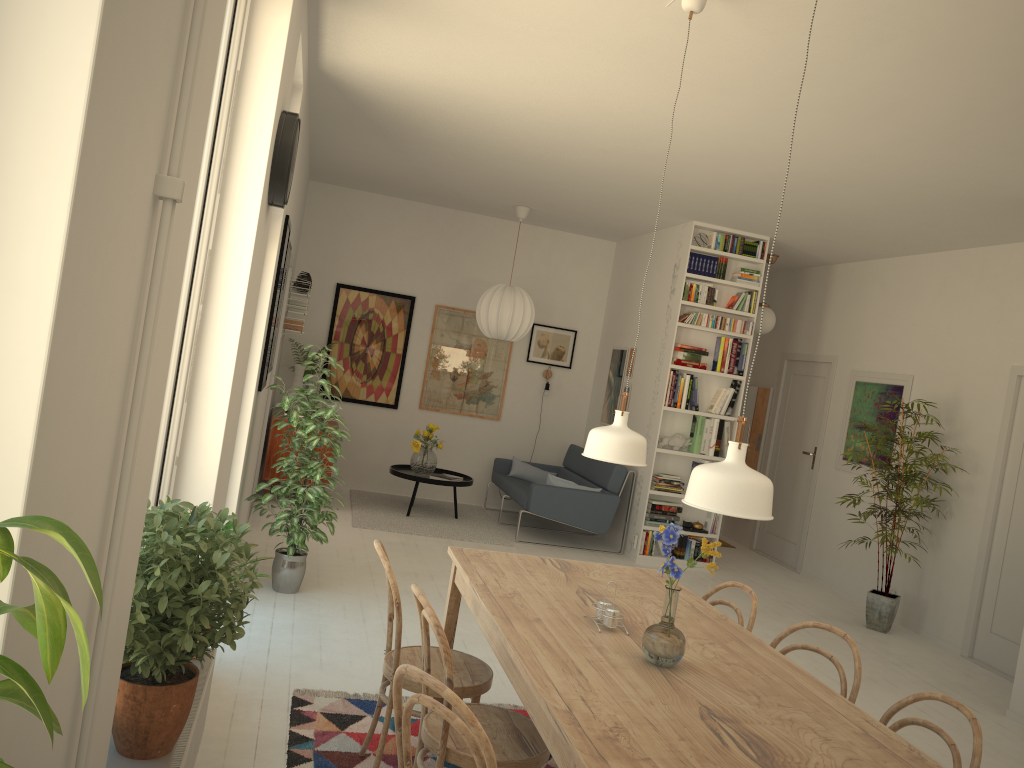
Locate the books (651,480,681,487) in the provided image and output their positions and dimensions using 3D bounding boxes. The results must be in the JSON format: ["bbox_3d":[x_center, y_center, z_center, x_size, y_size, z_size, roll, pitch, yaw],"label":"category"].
[{"bbox_3d":[1.301,0.846,7.547,0.237,0.012,0.120,9,2,-18],"label":"books"}]

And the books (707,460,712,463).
[{"bbox_3d":[1.641,0.806,7.662,0.027,0.311,0.229,9,1,-13],"label":"books"}]

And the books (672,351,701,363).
[{"bbox_3d":[1.483,-0.230,7.555,0.268,0.064,0.128,8,2,-43],"label":"books"}]

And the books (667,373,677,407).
[{"bbox_3d":[1.320,0.044,7.528,0.032,0.291,0.203,9,1,-13],"label":"books"}]

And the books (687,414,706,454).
[{"bbox_3d":[1.564,0.427,7.605,0.056,0.328,0.229,9,1,-13],"label":"books"}]

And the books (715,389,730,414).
[{"bbox_3d":[1.785,0.149,7.624,0.105,0.225,0.138,9,1,-13],"label":"books"}]

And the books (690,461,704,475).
[{"bbox_3d":[1.565,0.808,7.631,0.057,0.284,0.200,9,1,-13],"label":"books"}]

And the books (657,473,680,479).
[{"bbox_3d":[1.331,0.781,7.552,0.166,0.019,0.127,9,2,-20],"label":"books"}]

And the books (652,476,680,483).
[{"bbox_3d":[1.299,0.808,7.558,0.221,0.010,0.169,9,2,-10],"label":"books"}]

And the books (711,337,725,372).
[{"bbox_3d":[1.754,-0.256,7.628,0.032,0.300,0.200,9,1,-13],"label":"books"}]

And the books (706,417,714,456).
[{"bbox_3d":[1.660,0.444,7.650,0.023,0.321,0.235,9,1,-13],"label":"books"}]

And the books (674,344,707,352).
[{"bbox_3d":[1.489,-0.311,7.557,0.266,0.026,0.203,9,2,-24],"label":"books"}]

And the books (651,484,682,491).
[{"bbox_3d":[1.305,0.880,7.561,0.248,0.009,0.171,9,2,-10],"label":"books"}]

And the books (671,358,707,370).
[{"bbox_3d":[1.477,-0.172,7.548,0.300,0.056,0.202,9,2,-13],"label":"books"}]

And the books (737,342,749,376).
[{"bbox_3d":[1.954,-0.214,7.656,0.054,0.289,0.179,9,1,-13],"label":"books"}]

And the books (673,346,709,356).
[{"bbox_3d":[1.491,-0.282,7.567,0.314,0.035,0.205,9,2,-13],"label":"books"}]

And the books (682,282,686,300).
[{"bbox_3d":[1.409,-0.781,7.520,0.019,0.156,0.205,9,1,-13],"label":"books"}]

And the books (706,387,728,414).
[{"bbox_3d":[1.752,0.142,7.608,0.115,0.232,0.133,9,1,-13],"label":"books"}]

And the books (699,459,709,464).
[{"bbox_3d":[1.611,0.801,7.652,0.037,0.311,0.241,9,1,-13],"label":"books"}]

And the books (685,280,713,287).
[{"bbox_3d":[1.557,-0.850,7.537,0.255,0.022,0.189,9,2,-3],"label":"books"}]

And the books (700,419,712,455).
[{"bbox_3d":[1.620,0.446,7.622,0.065,0.311,0.200,9,1,-13],"label":"books"}]

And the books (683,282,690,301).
[{"bbox_3d":[1.441,-0.777,7.502,0.034,0.162,0.197,9,1,-13],"label":"books"}]

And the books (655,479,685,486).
[{"bbox_3d":[1.336,0.832,7.576,0.235,0.025,0.163,9,2,-7],"label":"books"}]

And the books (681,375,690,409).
[{"bbox_3d":[1.444,0.064,7.551,0.032,0.291,0.189,9,1,-13],"label":"books"}]

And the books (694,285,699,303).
[{"bbox_3d":[1.531,-0.763,7.538,0.024,0.155,0.188,9,1,-13],"label":"books"}]

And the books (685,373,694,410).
[{"bbox_3d":[1.478,0.063,7.551,0.033,0.306,0.150,9,1,-13],"label":"books"}]

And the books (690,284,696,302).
[{"bbox_3d":[1.498,-0.765,7.514,0.023,0.152,0.199,9,1,-13],"label":"books"}]

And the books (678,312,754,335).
[{"bbox_3d":[1.695,-0.526,7.588,0.664,0.110,0.278,9,1,-13],"label":"books"}]

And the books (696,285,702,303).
[{"bbox_3d":[1.552,-0.757,7.526,0.012,0.155,0.208,9,1,-13],"label":"books"}]

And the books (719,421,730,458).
[{"bbox_3d":[1.815,0.471,7.674,0.099,0.316,0.229,9,1,-13],"label":"books"}]

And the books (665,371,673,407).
[{"bbox_3d":[1.296,0.035,7.530,0.015,0.301,0.207,9,1,-13],"label":"books"}]

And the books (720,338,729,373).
[{"bbox_3d":[1.789,-0.247,7.630,0.039,0.302,0.199,9,1,-13],"label":"books"}]

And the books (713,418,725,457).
[{"bbox_3d":[1.742,0.454,7.650,0.056,0.327,0.202,9,1,-13],"label":"books"}]

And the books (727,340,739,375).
[{"bbox_3d":[1.864,-0.230,7.636,0.059,0.291,0.182,9,1,-13],"label":"books"}]

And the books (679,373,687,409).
[{"bbox_3d":[1.416,0.055,7.559,0.020,0.304,0.193,9,1,-13],"label":"books"}]

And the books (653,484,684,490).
[{"bbox_3d":[1.324,0.870,7.591,0.255,0.014,0.197,9,2,-3],"label":"books"}]

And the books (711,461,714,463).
[{"bbox_3d":[1.701,0.818,7.667,0.025,0.305,0.213,9,1,-13],"label":"books"}]

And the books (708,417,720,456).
[{"bbox_3d":[1.694,0.448,7.644,0.037,0.324,0.240,9,1,-13],"label":"books"}]

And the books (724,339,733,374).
[{"bbox_3d":[1.821,-0.242,7.633,0.029,0.301,0.185,9,1,-13],"label":"books"}]

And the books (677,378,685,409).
[{"bbox_3d":[1.395,0.073,7.538,0.024,0.260,0.199,9,1,-13],"label":"books"}]

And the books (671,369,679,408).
[{"bbox_3d":[1.347,0.035,7.534,0.021,0.317,0.179,9,1,-13],"label":"books"}]

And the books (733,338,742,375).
[{"bbox_3d":[1.911,-0.236,7.647,0.039,0.317,0.161,9,1,-13],"label":"books"}]

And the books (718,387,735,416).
[{"bbox_3d":[1.823,0.148,7.656,0.092,0.244,0.197,9,1,-13],"label":"books"}]

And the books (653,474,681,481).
[{"bbox_3d":[1.313,0.796,7.570,0.212,0.017,0.165,9,2,-16],"label":"books"}]

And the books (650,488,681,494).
[{"bbox_3d":[1.296,0.903,7.554,0.247,0.009,0.170,9,2,-10],"label":"books"}]

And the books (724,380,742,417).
[{"bbox_3d":[1.881,0.119,7.659,0.092,0.319,0.179,9,1,-13],"label":"books"}]

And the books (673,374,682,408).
[{"bbox_3d":[1.370,0.053,7.538,0.030,0.289,0.200,9,1,-13],"label":"books"}]

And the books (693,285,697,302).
[{"bbox_3d":[1.512,-0.763,7.532,0.013,0.149,0.208,9,1,-13],"label":"books"}]

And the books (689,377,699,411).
[{"bbox_3d":[1.536,0.080,7.577,0.093,0.288,0.200,9,1,-13],"label":"books"}]

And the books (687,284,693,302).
[{"bbox_3d":[1.470,-0.768,7.512,0.030,0.149,0.202,9,1,-13],"label":"books"}]

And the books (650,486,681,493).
[{"bbox_3d":[1.293,0.891,7.550,0.246,0.014,0.173,9,2,-14],"label":"books"}]

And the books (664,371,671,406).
[{"bbox_3d":[1.277,0.031,7.531,0.021,0.301,0.222,9,1,-13],"label":"books"}]
